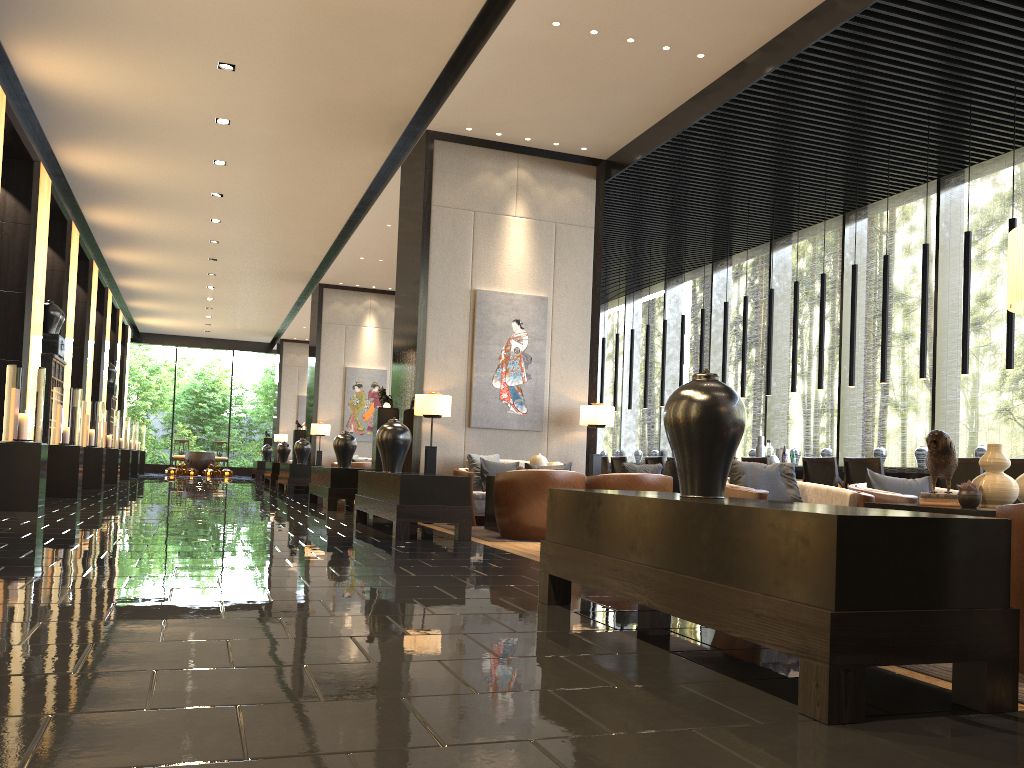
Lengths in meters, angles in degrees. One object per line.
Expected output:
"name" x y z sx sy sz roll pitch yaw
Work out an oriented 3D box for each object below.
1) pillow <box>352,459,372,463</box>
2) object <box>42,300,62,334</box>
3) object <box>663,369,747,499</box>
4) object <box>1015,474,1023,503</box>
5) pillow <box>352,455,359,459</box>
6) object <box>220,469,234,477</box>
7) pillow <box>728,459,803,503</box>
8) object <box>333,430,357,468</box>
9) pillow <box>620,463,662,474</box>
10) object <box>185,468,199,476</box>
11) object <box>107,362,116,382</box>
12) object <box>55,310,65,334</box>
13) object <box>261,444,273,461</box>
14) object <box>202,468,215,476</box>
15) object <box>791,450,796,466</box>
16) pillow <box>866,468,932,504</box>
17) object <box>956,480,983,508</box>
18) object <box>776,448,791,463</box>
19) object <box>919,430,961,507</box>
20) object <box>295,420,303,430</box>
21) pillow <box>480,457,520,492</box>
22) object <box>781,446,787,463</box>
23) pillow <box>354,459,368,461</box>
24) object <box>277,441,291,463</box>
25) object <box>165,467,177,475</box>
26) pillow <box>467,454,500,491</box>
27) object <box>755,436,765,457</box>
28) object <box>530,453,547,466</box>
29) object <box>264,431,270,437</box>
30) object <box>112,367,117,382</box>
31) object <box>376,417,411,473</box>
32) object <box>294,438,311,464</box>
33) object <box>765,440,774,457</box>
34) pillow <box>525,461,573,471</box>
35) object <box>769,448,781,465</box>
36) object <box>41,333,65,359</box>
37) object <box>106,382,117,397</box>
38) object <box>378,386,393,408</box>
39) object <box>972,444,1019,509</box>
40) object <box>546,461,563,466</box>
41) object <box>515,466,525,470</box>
"pillow" -2.655 1.489 15.844 0.442 0.337 0.205 3 -3 -12
"object" -6.590 -0.955 12.600 0.311 0.491 0.312 0 -4 37
"object" 0.734 0.188 3.383 0.312 0.491 0.312 4 -4 -31
"object" 2.192 0.435 3.634 0.245 0.167 0.246 0 -5 28
"pillow" -3.239 1.608 17.691 0.434 0.398 0.201 6 -4 -41
"object" -8.622 2.681 26.761 0.370 0.228 0.371 -2 -6 43
"pillow" 1.282 0.564 4.485 0.399 0.361 0.222 4 -3 -19
"object" -2.208 0.858 11.690 0.312 0.491 0.311 5 -4 -38
"pillow" 1.114 0.869 7.769 0.399 0.361 0.222 4 -3 -19
"object" -9.363 2.570 25.903 0.369 0.228 0.371 2 -4 3
"object" -9.533 -0.283 20.911 0.311 0.491 0.312 -1 -4 44
"object" -6.701 -0.929 12.913 0.312 0.491 0.311 5 -4 -38
"object" -6.899 1.928 24.937 0.311 0.491 0.312 2 -3 -1
"object" -8.931 2.603 26.061 0.370 0.228 0.370 4 -5 -17
"object" 3.352 0.880 10.551 0.056 0.197 0.056 3 -2 -18
"pillow" 2.089 0.628 4.772 0.442 0.337 0.205 3 -3 -12
"object" 1.810 0.434 3.502 0.091 0.111 0.092 0 -4 33
"object" 3.270 0.878 10.682 0.169 0.219 0.169 4 -4 -24
"object" 1.770 0.346 3.636 0.174 0.308 0.230 1 -4 27
"object" -4.411 0.846 18.329 0.162 0.217 0.102 4 -3 -31
"pillow" -0.132 0.948 9.214 0.472 0.360 0.219 4 -3 -23
"object" 3.251 0.856 10.558 0.067 0.237 0.067 3 -3 -26
"pillow" -3.093 1.624 17.577 0.472 0.360 0.219 4 -3 -23
"object" -5.170 1.534 20.054 0.311 0.491 0.312 2 -3 -1
"object" -10.081 2.576 26.266 0.369 0.228 0.371 2 -4 -2
"pillow" -0.278 0.933 9.328 0.434 0.398 0.201 6 -4 -41
"object" 2.972 0.794 10.587 0.113 0.343 0.113 3 -3 -24
"object" 0.253 0.787 8.528 0.171 0.235 0.172 1 -3 16
"object" -7.400 1.515 26.784 0.176 0.245 0.116 3 -3 -14
"object" -9.644 -0.258 21.225 0.312 0.491 0.311 5 -4 -38
"object" -1.051 0.541 7.854 0.311 0.491 0.312 2 -3 -1
"object" -3.884 1.241 16.423 0.311 0.491 0.312 2 -3 -1
"object" 3.097 0.828 10.677 0.129 0.305 0.129 4 -3 -33
"pillow" 0.306 0.814 7.481 0.442 0.337 0.205 3 -3 -12
"object" 3.105 0.855 10.501 0.136 0.217 0.136 4 -4 -32
"object" -6.651 -0.538 12.737 0.365 0.314 0.607 4 -5 -19
"object" -9.594 0.133 21.049 0.365 0.314 0.607 4 -5 -19
"object" -1.413 0.150 9.878 0.176 0.245 0.116 3 -3 -19
"object" 1.931 0.369 3.543 0.174 0.256 0.175 2 -3 0
"object" 0.418 0.842 8.645 0.245 0.167 0.246 4 -5 -16
"object" 0.079 0.845 8.560 0.091 0.111 0.092 0 -4 33
